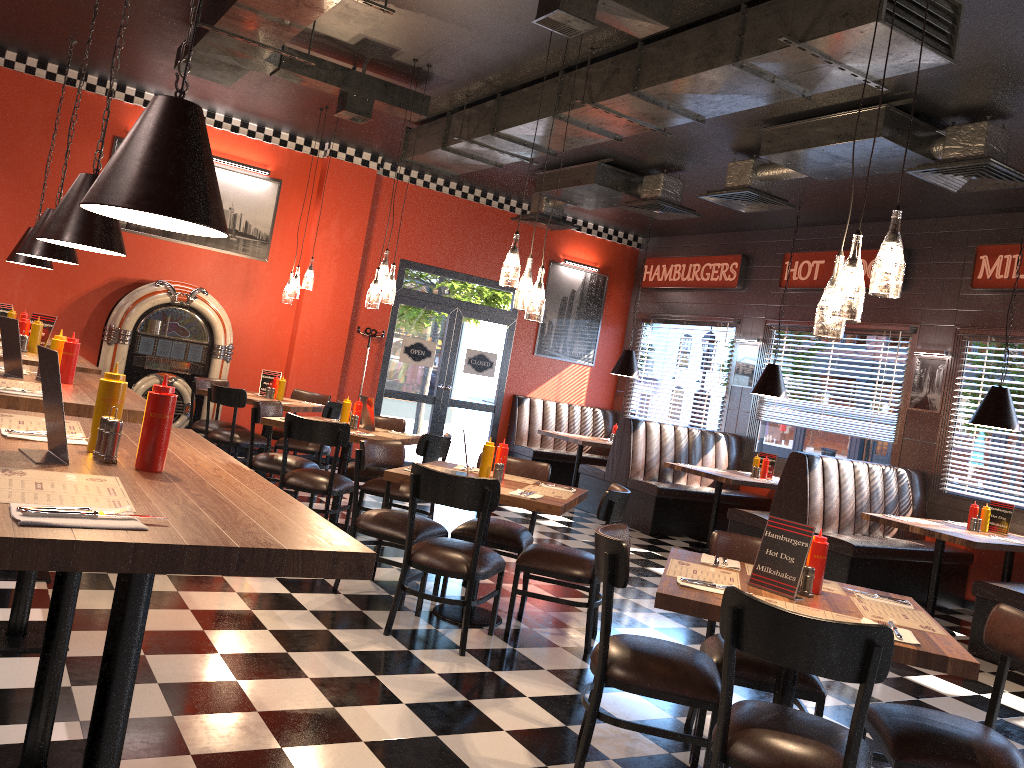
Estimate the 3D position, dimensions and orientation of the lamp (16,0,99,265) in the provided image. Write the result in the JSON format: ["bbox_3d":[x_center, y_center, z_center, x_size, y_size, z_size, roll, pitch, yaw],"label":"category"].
[{"bbox_3d":[-2.936,-1.844,5.969,0.382,2.047,0.381,9,-2,10],"label":"lamp"}]

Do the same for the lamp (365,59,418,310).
[{"bbox_3d":[-0.908,-1.547,6.815,0.108,1.969,0.108,10,-2,-20],"label":"lamp"}]

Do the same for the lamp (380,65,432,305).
[{"bbox_3d":[-0.803,-1.589,6.893,0.109,1.969,0.108,8,-3,40],"label":"lamp"}]

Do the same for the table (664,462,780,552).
[{"bbox_3d":[2.463,1.348,9.155,1.685,0.775,0.959,10,0,-32],"label":"table"}]

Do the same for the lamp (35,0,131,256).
[{"bbox_3d":[-1.800,-1.635,4.099,0.382,2.047,0.381,9,-2,10],"label":"lamp"}]

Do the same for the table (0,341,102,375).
[{"bbox_3d":[-3.264,0.281,5.815,0.693,1.001,1.696,10,-1,-32],"label":"table"}]

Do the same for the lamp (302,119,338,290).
[{"bbox_3d":[-1.843,-1.896,8.714,0.108,1.969,0.108,10,-2,0],"label":"lamp"}]

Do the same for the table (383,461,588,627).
[{"bbox_3d":[-0.169,0.932,5.010,0.961,0.775,0.954,10,-1,13],"label":"table"}]

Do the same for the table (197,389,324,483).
[{"bbox_3d":[-2.401,0.521,8.523,0.961,0.775,0.954,10,-1,13],"label":"table"}]

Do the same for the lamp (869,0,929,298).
[{"bbox_3d":[1.482,-1.282,3.168,0.108,1.969,0.109,11,-3,-40],"label":"lamp"}]

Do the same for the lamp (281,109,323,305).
[{"bbox_3d":[-2.045,-1.757,8.720,0.109,1.969,0.108,8,-3,40],"label":"lamp"}]

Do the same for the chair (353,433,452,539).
[{"bbox_3d":[-0.789,0.765,6.623,0.545,0.869,0.485,9,-2,17],"label":"chair"}]

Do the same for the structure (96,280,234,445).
[{"bbox_3d":[-3.618,-0.195,9.245,1.289,1.771,0.501,10,-2,-31],"label":"structure"}]

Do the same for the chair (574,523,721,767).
[{"bbox_3d":[0.509,1.014,3.315,0.545,0.869,0.485,10,-1,8],"label":"chair"}]

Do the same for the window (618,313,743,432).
[{"bbox_3d":[2.208,-0.065,11.727,0.127,1.716,2.032,11,-1,-32],"label":"window"}]

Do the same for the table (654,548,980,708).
[{"bbox_3d":[0.964,1.141,3.173,0.958,0.775,0.957,10,-1,13],"label":"table"}]

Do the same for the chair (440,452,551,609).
[{"bbox_3d":[-0.084,0.895,5.525,0.487,0.869,0.543,9,-1,13],"label":"chair"}]

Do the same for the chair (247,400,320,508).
[{"bbox_3d":[-1.806,0.589,6.879,0.545,0.869,0.485,10,-1,6],"label":"chair"}]

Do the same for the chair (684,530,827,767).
[{"bbox_3d":[1.010,1.097,3.642,0.487,0.869,0.543,10,-1,8],"label":"chair"}]

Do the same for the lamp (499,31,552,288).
[{"bbox_3d":[0.143,-1.527,5.108,0.109,1.969,0.108,8,-2,30],"label":"lamp"}]

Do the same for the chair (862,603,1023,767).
[{"bbox_3d":[1.506,1.187,2.986,0.545,0.869,0.485,10,-1,8],"label":"chair"}]

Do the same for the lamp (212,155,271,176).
[{"bbox_3d":[-3.325,-2.460,9.553,1.439,0.056,0.081,9,0,-31],"label":"lamp"}]

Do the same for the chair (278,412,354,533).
[{"bbox_3d":[-1.398,0.663,6.295,0.487,0.869,0.543,9,-1,8],"label":"chair"}]

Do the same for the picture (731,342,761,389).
[{"bbox_3d":[2.818,-0.227,10.684,0.012,0.537,0.352,11,-2,-32],"label":"picture"}]

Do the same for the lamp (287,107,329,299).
[{"bbox_3d":[-1.960,-1.801,8.625,0.108,1.969,0.108,9,-2,10],"label":"lamp"}]

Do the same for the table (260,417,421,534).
[{"bbox_3d":[-1.328,0.719,6.807,0.961,0.775,0.954,10,-1,13],"label":"table"}]

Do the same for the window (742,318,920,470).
[{"bbox_3d":[3.447,0.164,9.688,0.127,1.716,2.032,11,-1,-32],"label":"window"}]

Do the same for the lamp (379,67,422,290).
[{"bbox_3d":[-0.868,-1.715,6.996,0.108,1.969,0.108,9,-2,15],"label":"lamp"}]

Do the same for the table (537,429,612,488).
[{"bbox_3d":[1.220,1.119,11.202,1.685,0.775,0.959,10,0,-32],"label":"table"}]

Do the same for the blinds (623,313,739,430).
[{"bbox_3d":[2.153,-0.095,11.679,0.099,1.637,1.874,11,-1,-32],"label":"blinds"}]

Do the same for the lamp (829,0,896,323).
[{"bbox_3d":[1.335,-1.193,3.152,0.108,1.969,0.109,12,-3,-45],"label":"lamp"}]

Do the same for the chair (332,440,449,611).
[{"bbox_3d":[-0.693,0.793,5.197,0.546,0.869,0.484,9,-2,22],"label":"chair"}]

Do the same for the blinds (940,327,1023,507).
[{"bbox_3d":[4.639,0.322,7.601,0.100,1.555,1.874,11,-1,-32],"label":"blinds"}]

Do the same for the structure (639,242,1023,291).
[{"bbox_3d":[4.780,-1.024,7.709,0.119,0.439,11.293,11,0,-32],"label":"structure"}]

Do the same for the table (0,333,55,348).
[{"bbox_3d":[-4.374,0.076,7.641,0.693,1.001,1.696,10,-1,-32],"label":"table"}]

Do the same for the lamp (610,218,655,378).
[{"bbox_3d":[1.608,-1.110,11.284,0.383,2.047,0.380,9,-2,17],"label":"lamp"}]

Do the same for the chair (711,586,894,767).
[{"bbox_3d":[0.849,1.077,2.698,0.488,0.869,0.542,9,-2,25],"label":"chair"}]

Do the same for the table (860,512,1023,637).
[{"bbox_3d":[3.694,1.575,7.130,1.685,0.775,0.959,10,0,-32],"label":"table"}]

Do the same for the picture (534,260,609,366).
[{"bbox_3d":[0.832,-0.959,12.224,1.019,1.303,0.016,10,-2,-31],"label":"picture"}]

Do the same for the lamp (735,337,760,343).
[{"bbox_3d":[2.841,-0.530,10.677,0.081,0.056,0.335,10,0,-32],"label":"lamp"}]

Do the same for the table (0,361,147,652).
[{"bbox_3d":[-2.171,0.483,4.015,0.693,1.001,1.696,10,-1,-32],"label":"table"}]

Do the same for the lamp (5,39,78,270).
[{"bbox_3d":[-4.098,-2.059,7.882,0.382,2.047,0.381,9,-2,10],"label":"lamp"}]

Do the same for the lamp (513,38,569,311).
[{"bbox_3d":[0.221,-1.400,5.189,0.108,1.969,0.108,9,-2,10],"label":"lamp"}]

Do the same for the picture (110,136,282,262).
[{"bbox_3d":[-3.425,-1.960,9.559,1.763,0.941,0.023,10,-2,-31],"label":"picture"}]

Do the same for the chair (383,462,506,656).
[{"bbox_3d":[-0.309,0.864,4.554,0.487,0.869,0.543,9,-1,16],"label":"chair"}]

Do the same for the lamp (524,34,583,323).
[{"bbox_3d":[0.287,-1.328,5.089,0.108,1.969,0.108,10,-2,-20],"label":"lamp"}]

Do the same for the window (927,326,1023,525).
[{"bbox_3d":[4.685,0.392,7.650,0.127,1.716,2.032,11,-1,-32],"label":"window"}]

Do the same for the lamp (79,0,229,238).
[{"bbox_3d":[-0.795,-1.449,2.446,0.382,2.047,0.381,9,-2,10],"label":"lamp"}]

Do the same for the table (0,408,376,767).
[{"bbox_3d":[-1.072,0.685,2.206,0.693,1.001,1.696,10,-1,-32],"label":"table"}]

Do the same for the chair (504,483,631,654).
[{"bbox_3d":[0.324,0.969,4.940,0.545,0.869,0.485,9,-1,11],"label":"chair"}]

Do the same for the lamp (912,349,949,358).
[{"bbox_3d":[4.081,-0.301,8.635,0.081,0.056,0.335,10,0,-32],"label":"lamp"}]

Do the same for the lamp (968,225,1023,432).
[{"bbox_3d":[4.079,-0.654,7.216,0.383,2.047,0.380,8,-3,40],"label":"lamp"}]

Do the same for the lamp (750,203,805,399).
[{"bbox_3d":[2.843,-0.882,9.250,0.383,2.047,0.380,8,-3,40],"label":"lamp"}]

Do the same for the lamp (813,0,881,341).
[{"bbox_3d":[1.318,-1.137,3.272,0.108,1.969,0.108,9,-2,15],"label":"lamp"}]

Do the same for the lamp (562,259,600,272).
[{"bbox_3d":[0.949,-1.634,12.213,0.608,0.056,0.081,9,0,-31],"label":"lamp"}]

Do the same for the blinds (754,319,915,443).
[{"bbox_3d":[3.430,-0.077,9.645,0.100,1.207,1.874,11,-1,-32],"label":"blinds"}]

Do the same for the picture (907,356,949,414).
[{"bbox_3d":[4.057,0.002,8.645,0.012,0.537,0.352,11,-2,-32],"label":"picture"}]
